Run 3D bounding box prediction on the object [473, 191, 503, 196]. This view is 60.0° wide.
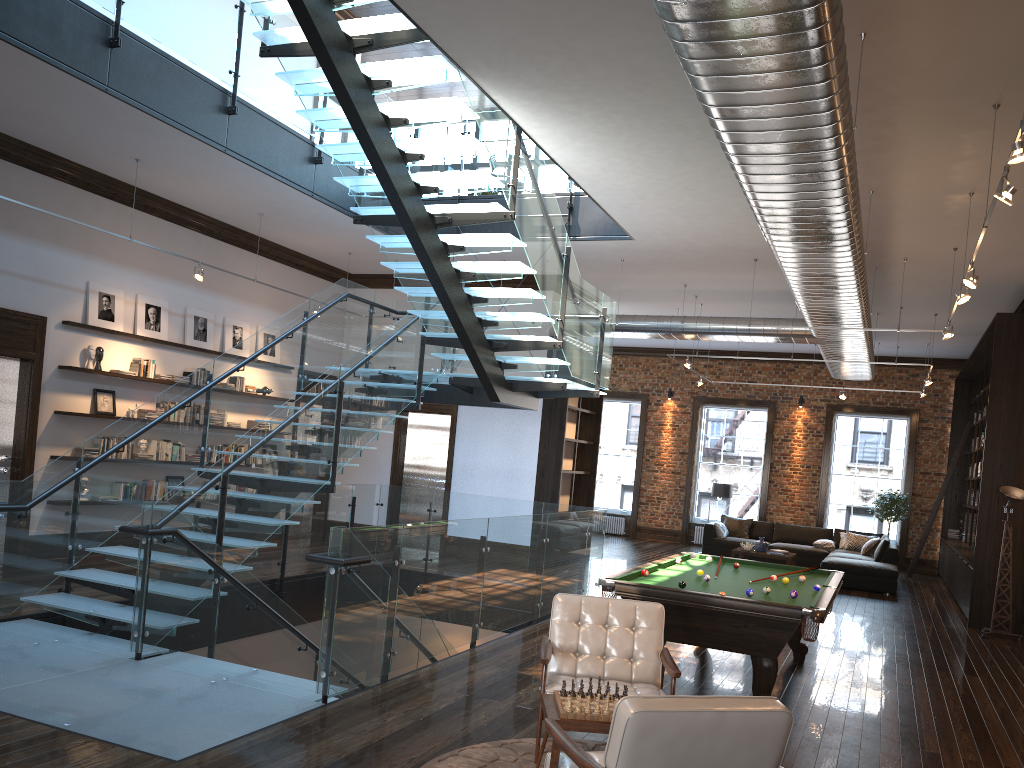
[{"bbox_3d":[-0.470,-2.959,17.114,0.814,1.863,0.799,5,-1,-18],"label":"object"}]

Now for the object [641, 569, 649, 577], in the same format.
[{"bbox_3d":[1.049,1.491,6.992,0.057,0.057,0.057,6,-2,-20],"label":"object"}]

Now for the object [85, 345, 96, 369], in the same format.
[{"bbox_3d":[-4.848,-0.304,10.202,0.098,0.288,0.098,5,0,-24],"label":"object"}]

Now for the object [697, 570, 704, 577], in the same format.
[{"bbox_3d":[1.557,1.564,7.336,0.057,0.057,0.057,6,-2,-30],"label":"object"}]

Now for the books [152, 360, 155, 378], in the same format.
[{"bbox_3d":[-4.495,-0.184,11.030,0.119,0.232,0.014,5,0,23],"label":"books"}]

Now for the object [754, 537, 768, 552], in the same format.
[{"bbox_3d":[4.420,2.847,15.724,0.216,0.251,0.215,6,-2,-34],"label":"object"}]

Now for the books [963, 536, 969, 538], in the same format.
[{"bbox_3d":[8.679,2.906,16.782,0.228,0.008,0.332,4,-5,20],"label":"books"}]

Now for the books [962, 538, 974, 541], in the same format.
[{"bbox_3d":[8.674,2.951,16.782,0.226,0.007,0.372,3,-5,20],"label":"books"}]

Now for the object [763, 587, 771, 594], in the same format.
[{"bbox_3d":[1.892,1.534,6.589,0.057,0.057,0.057,6,-2,-28],"label":"object"}]

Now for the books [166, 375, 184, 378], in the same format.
[{"bbox_3d":[-4.319,-0.087,11.451,0.140,0.011,0.287,3,-5,22],"label":"books"}]

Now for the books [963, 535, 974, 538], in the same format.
[{"bbox_3d":[8.686,2.891,16.780,0.226,0.007,0.370,3,-5,22],"label":"books"}]

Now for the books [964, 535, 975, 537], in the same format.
[{"bbox_3d":[8.684,2.875,16.781,0.228,0.008,0.331,3,-5,25],"label":"books"}]

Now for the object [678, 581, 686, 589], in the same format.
[{"bbox_3d":[1.244,1.467,6.480,0.057,0.057,0.057,4,-2,28],"label":"object"}]

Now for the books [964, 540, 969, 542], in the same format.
[{"bbox_3d":[8.678,2.974,16.779,0.226,0.007,0.370,3,-5,24],"label":"books"}]

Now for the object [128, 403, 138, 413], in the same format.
[{"bbox_3d":[-4.631,0.322,10.855,0.122,0.187,0.059,6,-1,-31],"label":"object"}]

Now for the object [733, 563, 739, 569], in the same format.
[{"bbox_3d":[2.075,1.681,8.202,0.057,0.057,0.057,6,-2,-18],"label":"object"}]

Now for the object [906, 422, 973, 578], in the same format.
[{"bbox_3d":[8.225,2.244,17.081,0.894,3.075,0.497,5,0,23],"label":"object"}]

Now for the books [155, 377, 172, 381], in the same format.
[{"bbox_3d":[-4.429,-0.064,11.185,0.155,0.015,0.211,3,-5,23],"label":"books"}]

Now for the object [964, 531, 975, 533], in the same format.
[{"bbox_3d":[8.875,2.869,17.215,0.177,0.005,0.256,3,-5,24],"label":"object"}]

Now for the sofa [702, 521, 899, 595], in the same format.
[{"bbox_3d":[5.102,3.008,16.088,3.492,0.803,3.467,3,-5,23],"label":"sofa"}]

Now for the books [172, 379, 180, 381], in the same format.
[{"bbox_3d":[-4.322,-0.044,11.451,0.141,0.011,0.256,3,-5,24],"label":"books"}]

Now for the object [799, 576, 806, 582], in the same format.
[{"bbox_3d":[2.485,1.669,7.594,0.057,0.057,0.057,6,-2,-22],"label":"object"}]

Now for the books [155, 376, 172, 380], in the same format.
[{"bbox_3d":[-4.420,-0.077,11.197,0.159,0.014,0.184,3,-5,23],"label":"books"}]

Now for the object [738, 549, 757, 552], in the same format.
[{"bbox_3d":[4.152,2.932,15.643,0.202,0.018,0.266,9,-6,-43],"label":"object"}]

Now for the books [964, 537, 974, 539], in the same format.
[{"bbox_3d":[8.678,2.913,16.782,0.226,0.007,0.372,3,-5,26],"label":"books"}]

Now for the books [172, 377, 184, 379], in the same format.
[{"bbox_3d":[-4.317,-0.076,11.451,0.141,0.011,0.256,3,-5,25],"label":"books"}]

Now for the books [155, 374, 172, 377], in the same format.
[{"bbox_3d":[-4.424,-0.105,11.193,0.152,0.013,0.196,3,-5,23],"label":"books"}]

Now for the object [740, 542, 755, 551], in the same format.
[{"bbox_3d":[4.171,2.863,15.648,0.218,0.159,0.219,6,-3,-25],"label":"object"}]

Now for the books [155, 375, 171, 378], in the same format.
[{"bbox_3d":[-4.428,-0.093,11.184,0.125,0.014,0.215,3,-5,23],"label":"books"}]

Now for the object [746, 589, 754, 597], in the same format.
[{"bbox_3d":[1.712,1.501,6.382,0.057,0.057,0.057,4,-2,28],"label":"object"}]

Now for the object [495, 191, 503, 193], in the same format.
[{"bbox_3d":[-0.101,-2.751,12.484,0.541,0.768,0.520,5,-1,-7],"label":"object"}]

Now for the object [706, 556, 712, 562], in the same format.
[{"bbox_3d":[1.906,1.695,8.569,0.057,0.057,0.057,4,-2,24],"label":"object"}]

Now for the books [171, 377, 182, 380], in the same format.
[{"bbox_3d":[-4.317,-0.065,11.450,0.142,0.011,0.257,3,-5,21],"label":"books"}]

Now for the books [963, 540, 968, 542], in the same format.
[{"bbox_3d":[8.672,2.981,16.782,0.228,0.008,0.332,3,-5,26],"label":"books"}]

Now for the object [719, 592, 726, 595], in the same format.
[{"bbox_3d":[1.438,1.452,6.069,0.057,0.057,0.057,3,-3,41],"label":"object"}]

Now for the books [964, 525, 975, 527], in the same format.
[{"bbox_3d":[9.090,2.818,17.605,0.188,0.012,0.323,3,-5,22],"label":"books"}]

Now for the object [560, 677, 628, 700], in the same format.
[{"bbox_3d":[0.405,1.474,4.317,0.334,0.101,0.076,5,-1,-2],"label":"object"}]

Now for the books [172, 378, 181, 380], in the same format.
[{"bbox_3d":[-4.318,-0.054,11.450,0.140,0.011,0.288,3,-5,26],"label":"books"}]

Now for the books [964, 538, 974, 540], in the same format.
[{"bbox_3d":[8.683,2.929,16.780,0.226,0.007,0.370,3,-5,24],"label":"books"}]

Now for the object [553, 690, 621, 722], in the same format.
[{"bbox_3d":[0.404,1.526,4.188,0.388,0.028,0.389,5,-5,-2],"label":"object"}]

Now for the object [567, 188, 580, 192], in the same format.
[{"bbox_3d":[1.096,-2.685,11.969,0.538,0.768,0.522,4,-2,33],"label":"object"}]

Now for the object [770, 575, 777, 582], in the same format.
[{"bbox_3d":[2.193,1.629,7.430,0.057,0.057,0.057,6,-2,-12],"label":"object"}]

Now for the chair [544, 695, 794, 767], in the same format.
[{"bbox_3d":[0.558,1.552,3.424,0.770,0.865,0.741,6,-2,-17],"label":"chair"}]

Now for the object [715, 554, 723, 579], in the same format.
[{"bbox_3d":[1.882,1.643,8.054,0.028,0.072,1.613,5,-4,15],"label":"object"}]

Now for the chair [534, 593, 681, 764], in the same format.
[{"bbox_3d":[0.525,1.675,4.987,0.768,0.865,0.743,5,-2,3],"label":"chair"}]

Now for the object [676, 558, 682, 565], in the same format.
[{"bbox_3d":[1.528,1.624,8.112,0.057,0.057,0.057,4,-2,22],"label":"object"}]

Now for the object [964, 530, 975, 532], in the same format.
[{"bbox_3d":[9.084,2.921,17.610,0.191,0.015,0.249,3,-5,23],"label":"object"}]

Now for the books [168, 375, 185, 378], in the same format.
[{"bbox_3d":[-4.310,-0.097,11.448,0.142,0.011,0.258,3,-5,28],"label":"books"}]

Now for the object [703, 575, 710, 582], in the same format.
[{"bbox_3d":[1.541,1.538,7.021,0.057,0.057,0.057,5,-2,-7],"label":"object"}]

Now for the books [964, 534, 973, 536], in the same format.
[{"bbox_3d":[8.677,2.859,16.785,0.226,0.007,0.374,4,-5,18],"label":"books"}]

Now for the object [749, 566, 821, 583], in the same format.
[{"bbox_3d":[2.428,1.674,7.821,0.028,0.072,1.614,5,-4,39],"label":"object"}]

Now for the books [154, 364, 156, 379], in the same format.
[{"bbox_3d":[-4.488,-0.157,11.040,0.128,0.181,0.012,5,0,23],"label":"books"}]

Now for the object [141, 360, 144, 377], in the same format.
[{"bbox_3d":[-4.567,-0.193,10.830,0.154,0.207,0.010,5,0,23],"label":"object"}]

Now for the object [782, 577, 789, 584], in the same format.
[{"bbox_3d":[2.264,1.628,7.337,0.057,0.057,0.057,4,-2,23],"label":"object"}]

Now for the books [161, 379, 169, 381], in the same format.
[{"bbox_3d":[-4.421,-0.051,11.189,0.118,0.008,0.198,3,-5,23],"label":"books"}]

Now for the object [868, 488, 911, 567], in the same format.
[{"bbox_3d":[7.671,3.050,18.155,0.809,1.863,0.803,5,-1,32],"label":"object"}]

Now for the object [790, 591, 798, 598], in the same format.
[{"bbox_3d":[2.065,1.543,6.497,0.057,0.057,0.057,3,-3,45],"label":"object"}]

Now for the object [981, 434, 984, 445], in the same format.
[{"bbox_3d":[8.087,0.976,15.232,0.075,0.255,0.088,5,0,13],"label":"object"}]

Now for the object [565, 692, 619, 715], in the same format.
[{"bbox_3d":[0.414,1.454,4.058,0.334,0.101,0.076,5,-1,-2],"label":"object"}]

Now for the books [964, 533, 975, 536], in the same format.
[{"bbox_3d":[8.687,2.852,16.781,0.226,0.007,0.371,3,-5,25],"label":"books"}]
